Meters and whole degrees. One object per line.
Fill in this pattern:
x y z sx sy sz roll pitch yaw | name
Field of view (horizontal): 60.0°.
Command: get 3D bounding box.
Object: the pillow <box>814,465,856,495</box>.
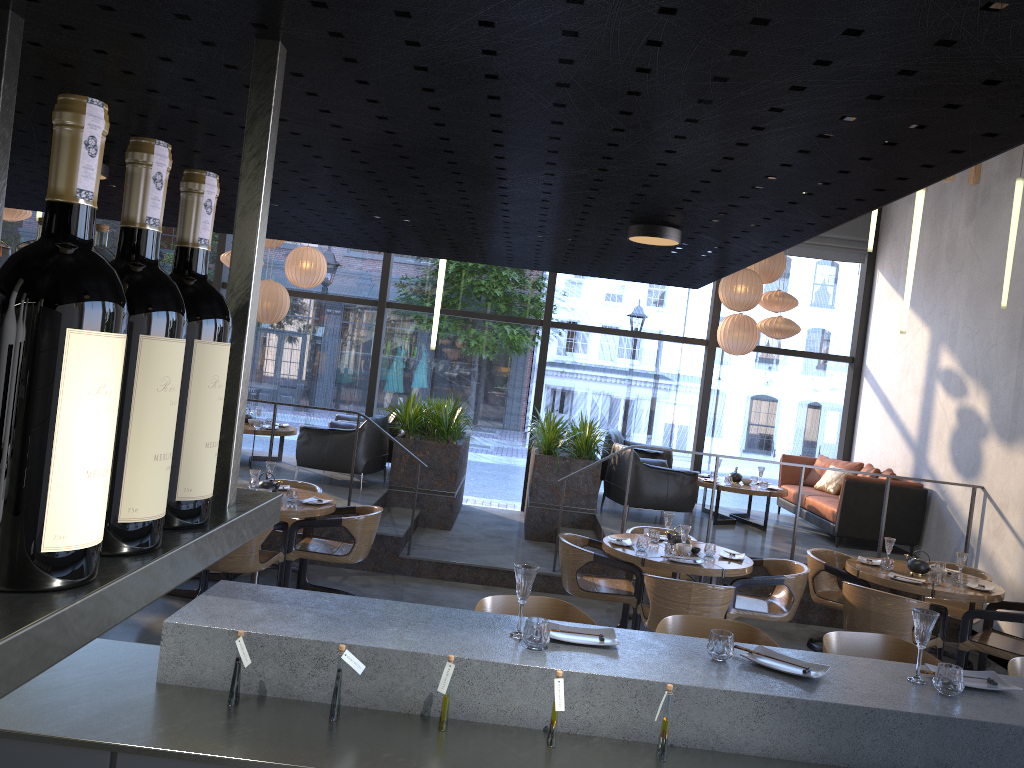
3.722 1.107 10.257 0.289 0.311 0.393 6 1 -19 | pillow

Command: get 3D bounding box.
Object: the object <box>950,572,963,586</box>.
3.245 1.424 6.473 0.086 0.086 0.086 6 1 -24 | object

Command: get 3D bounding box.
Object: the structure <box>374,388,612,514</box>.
-4.611 0.497 5.570 4.306 1.608 15.715 8 1 39 | structure

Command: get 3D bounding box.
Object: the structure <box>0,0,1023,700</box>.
-3.565 -1.386 0.704 8.600 2.382 4.958 7 1 0 | structure

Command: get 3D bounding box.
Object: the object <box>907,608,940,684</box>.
1.318 0.844 2.856 0.082 0.227 0.082 8 1 35 | object

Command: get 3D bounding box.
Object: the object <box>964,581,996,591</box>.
3.383 1.472 6.421 0.170 0.025 0.294 8 1 38 | object

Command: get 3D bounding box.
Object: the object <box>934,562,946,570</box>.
3.307 1.424 6.850 0.086 0.086 0.086 7 1 -6 | object

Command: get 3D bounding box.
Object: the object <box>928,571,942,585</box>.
3.050 1.402 6.394 0.086 0.086 0.086 6 1 -28 | object

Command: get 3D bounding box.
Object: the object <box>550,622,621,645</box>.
0.196 0.812 2.875 0.294 0.025 0.170 7 1 -1 | object

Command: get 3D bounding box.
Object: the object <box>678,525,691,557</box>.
1.214 1.114 6.269 0.082 0.227 0.082 6 1 -30 | object

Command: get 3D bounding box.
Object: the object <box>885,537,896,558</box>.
2.908 1.305 6.851 0.082 0.227 0.082 6 1 -28 | object

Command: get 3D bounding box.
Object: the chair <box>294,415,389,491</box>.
-1.746 0.658 9.336 0.833 0.743 1.030 7 1 7 | chair

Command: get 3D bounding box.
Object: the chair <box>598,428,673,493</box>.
1.475 0.941 10.541 0.833 0.743 1.030 7 1 15 | chair

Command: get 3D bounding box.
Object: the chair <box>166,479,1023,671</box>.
-1.010 1.357 5.461 9.749 0.759 4.352 7 1 2 | chair

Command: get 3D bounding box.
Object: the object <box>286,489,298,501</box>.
-1.653 0.836 6.666 0.086 0.086 0.086 6 1 -42 | object

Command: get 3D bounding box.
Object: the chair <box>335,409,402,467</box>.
-1.737 0.636 10.519 0.833 0.743 1.030 7 1 -14 | chair

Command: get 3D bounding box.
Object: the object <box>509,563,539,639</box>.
0.033 0.691 2.826 0.082 0.227 0.082 8 1 35 | object

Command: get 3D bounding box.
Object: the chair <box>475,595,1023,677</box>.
2.014 1.648 1.493 2.787 1.047 5.395 6 1 -22 | chair

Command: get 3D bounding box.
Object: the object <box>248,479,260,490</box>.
-2.016 0.787 6.942 0.086 0.086 0.086 7 1 -13 | object

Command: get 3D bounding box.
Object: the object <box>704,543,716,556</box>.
1.444 1.209 6.468 0.086 0.086 0.086 7 1 3 | object

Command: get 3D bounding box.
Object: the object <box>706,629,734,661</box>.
0.668 0.838 2.837 0.086 0.086 0.086 6 1 -24 | object

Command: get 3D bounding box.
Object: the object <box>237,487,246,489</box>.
-1.977 0.801 6.466 0.086 0.086 0.086 7 1 26 | object

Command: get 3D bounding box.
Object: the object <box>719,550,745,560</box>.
1.602 1.259 6.476 0.170 0.025 0.294 7 1 20 | object

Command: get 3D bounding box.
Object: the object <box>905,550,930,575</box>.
3.096 1.354 6.754 0.168 0.179 0.163 7 1 4 | object

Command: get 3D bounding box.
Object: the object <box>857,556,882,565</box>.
2.788 1.392 6.931 0.170 0.025 0.294 7 1 26 | object

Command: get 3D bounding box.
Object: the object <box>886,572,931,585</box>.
2.860 1.411 6.388 0.294 0.025 0.170 8 1 39 | object

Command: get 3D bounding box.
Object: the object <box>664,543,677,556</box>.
1.121 1.174 6.267 0.086 0.086 0.086 7 1 26 | object

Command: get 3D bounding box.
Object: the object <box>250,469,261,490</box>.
-1.883 0.741 6.467 0.082 0.227 0.082 6 1 -30 | object

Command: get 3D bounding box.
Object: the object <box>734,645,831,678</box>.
0.850 0.891 2.848 0.294 0.025 0.170 8 1 38 | object

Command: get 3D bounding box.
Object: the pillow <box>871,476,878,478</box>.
3.564 1.105 9.080 0.242 0.345 0.418 8 1 41 | pillow

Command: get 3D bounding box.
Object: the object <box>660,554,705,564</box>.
1.170 1.214 6.125 0.294 0.025 0.170 7 1 -3 | object

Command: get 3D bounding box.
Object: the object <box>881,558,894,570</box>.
2.862 1.373 6.754 0.086 0.086 0.086 7 1 23 | object

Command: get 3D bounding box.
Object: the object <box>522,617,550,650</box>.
0.075 0.769 2.731 0.086 0.086 0.086 7 1 1 | object

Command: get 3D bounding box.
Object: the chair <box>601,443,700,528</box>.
1.434 1.038 9.317 0.833 0.743 1.030 7 1 -14 | chair

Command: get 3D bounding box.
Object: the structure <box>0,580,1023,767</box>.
-1.867 1.024 0.637 8.945 1.400 4.889 7 1 0 | structure

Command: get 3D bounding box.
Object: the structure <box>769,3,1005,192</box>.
-1.050 -1.198 3.267 10.399 5.894 10.127 7 1 0 | structure

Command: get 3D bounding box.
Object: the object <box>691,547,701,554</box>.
1.337 1.219 6.478 0.080 0.042 0.080 6 1 -35 | object

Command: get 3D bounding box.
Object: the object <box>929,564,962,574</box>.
3.403 1.464 6.979 0.170 0.025 0.294 6 1 -29 | object

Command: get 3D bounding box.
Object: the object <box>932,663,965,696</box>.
1.360 0.922 2.761 0.086 0.086 0.086 7 1 1 | object

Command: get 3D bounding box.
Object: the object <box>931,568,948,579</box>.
3.209 1.427 6.669 0.116 0.065 0.116 7 1 26 | object

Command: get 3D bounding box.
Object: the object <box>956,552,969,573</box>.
3.307 1.358 6.539 0.082 0.227 0.082 7 1 23 | object

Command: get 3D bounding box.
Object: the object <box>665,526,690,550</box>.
1.238 1.136 6.570 0.168 0.179 0.163 8 1 38 | object

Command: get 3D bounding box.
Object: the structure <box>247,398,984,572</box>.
-1.572 -0.486 3.389 11.718 4.117 9.054 7 1 0 | structure

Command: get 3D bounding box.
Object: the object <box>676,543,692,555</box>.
1.244 1.197 6.422 0.116 0.065 0.116 6 1 -21 | object

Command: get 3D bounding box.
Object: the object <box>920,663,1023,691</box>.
1.481 0.965 2.905 0.294 0.025 0.170 7 1 -1 | object
